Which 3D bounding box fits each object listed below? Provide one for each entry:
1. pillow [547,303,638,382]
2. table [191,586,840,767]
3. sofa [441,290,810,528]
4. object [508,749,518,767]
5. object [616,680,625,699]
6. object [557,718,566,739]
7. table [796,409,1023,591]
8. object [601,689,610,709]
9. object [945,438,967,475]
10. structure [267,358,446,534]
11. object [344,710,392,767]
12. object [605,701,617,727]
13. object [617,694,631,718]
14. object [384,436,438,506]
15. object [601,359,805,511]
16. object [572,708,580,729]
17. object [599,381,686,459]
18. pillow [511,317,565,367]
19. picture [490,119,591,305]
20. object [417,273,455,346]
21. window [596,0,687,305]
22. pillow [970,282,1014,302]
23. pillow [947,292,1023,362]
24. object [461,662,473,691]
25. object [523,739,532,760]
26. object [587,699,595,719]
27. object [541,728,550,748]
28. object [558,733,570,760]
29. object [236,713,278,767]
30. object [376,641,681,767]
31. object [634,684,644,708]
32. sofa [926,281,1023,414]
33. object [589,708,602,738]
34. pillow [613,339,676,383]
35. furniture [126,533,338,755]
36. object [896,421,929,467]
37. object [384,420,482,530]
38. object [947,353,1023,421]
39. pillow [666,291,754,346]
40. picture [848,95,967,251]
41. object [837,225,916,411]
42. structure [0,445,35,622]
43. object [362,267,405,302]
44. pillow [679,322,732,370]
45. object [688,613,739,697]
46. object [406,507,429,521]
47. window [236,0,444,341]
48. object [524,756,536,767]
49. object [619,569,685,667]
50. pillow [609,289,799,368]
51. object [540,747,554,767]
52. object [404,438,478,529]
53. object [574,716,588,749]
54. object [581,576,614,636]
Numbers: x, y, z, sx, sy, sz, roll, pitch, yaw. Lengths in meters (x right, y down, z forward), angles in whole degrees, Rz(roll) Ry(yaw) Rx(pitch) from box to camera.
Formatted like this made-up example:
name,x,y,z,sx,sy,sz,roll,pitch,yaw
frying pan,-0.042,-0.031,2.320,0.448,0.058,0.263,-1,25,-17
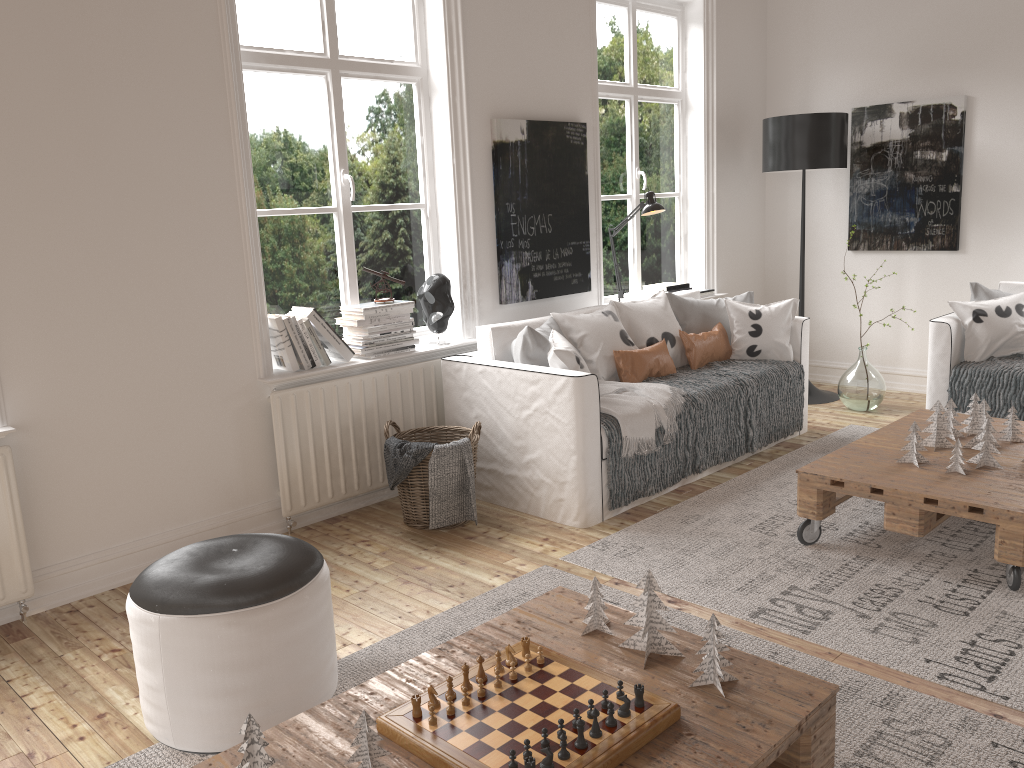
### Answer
name,x,y,z,sx,sy,sz,roll,pitch,yaw
pillow,0.341,-0.112,4.136,0.417,0.414,1.020,3,13,27
table,-0.004,0.833,1.725,0.821,0.300,1.189,9,16,44
sofa,0.660,0.000,4.497,0.866,0.776,1.960,9,16,44
object,0.002,0.660,1.560,0.017,0.037,0.017,3,13,26
object,0.216,0.608,1.768,0.017,0.037,0.017,-8,13,-25
object,0.092,0.638,1.646,0.017,0.037,0.017,-8,13,-25
table,1.744,0.403,3.443,0.821,0.300,1.189,9,16,44
object,0.183,0.616,1.737,0.017,0.037,0.017,-8,13,-25
object,1.584,0.252,3.159,0.068,0.124,0.072,4,13,29
structure,-0.541,0.327,4.080,0.095,0.829,1.223,9,16,44
object,-0.261,0.648,1.588,0.082,0.141,0.077,3,13,26
object,0.187,0.622,1.679,0.022,0.047,0.022,-5,12,-12
object,0.216,0.616,1.709,0.026,0.044,0.026,-3,11,0
object,-0.369,0.377,3.728,0.303,0.332,0.367,6,14,36
object,0.784,0.159,4.423,1.680,0.423,0.651,-14,16,-43
object,0.122,0.631,1.677,0.017,0.037,0.017,-8,13,-25
object,0.460,0.102,4.101,0.588,0.255,0.729,-12,15,-40
pillow,0.147,-0.089,4.063,0.282,0.431,0.541,1,12,19
picture,0.168,-0.906,4.646,0.041,0.908,0.680,9,16,44
object,-0.364,-0.361,4.259,0.171,0.340,0.177,-4,11,-8
window,0.774,-1.411,5.449,0.120,1.872,1.055,9,16,44
pillow,2.658,-0.321,4.618,0.541,0.431,0.282,1,12,19
pillow,2.735,-0.285,4.427,1.020,0.414,0.417,3,13,27
object,-0.095,0.600,1.829,0.025,0.058,0.025,-3,11,0
object,0.027,0.653,1.588,0.017,0.037,0.017,-8,13,-25
object,0.152,0.623,1.707,0.017,0.037,0.017,-8,13,-25
object,0.060,0.645,1.620,0.017,0.037,0.017,-8,13,-25
object,0.092,0.645,1.586,0.022,0.047,0.022,0,12,13
object,-0.425,0.642,1.473,0.108,0.213,0.109,-7,12,-20
object,0.032,0.658,1.748,0.429,0.036,0.429,9,16,44
object,0.249,0.611,1.738,0.019,0.040,0.019,-5,12,-10
sofa,3.103,-0.049,4.160,1.960,0.776,0.866,9,16,44
object,0.155,0.626,1.646,0.025,0.055,0.025,-5,12,-12
pillow,0.665,-0.088,4.386,0.414,0.220,0.116,-13,16,-42
furniture,-0.742,0.668,2.389,0.518,0.430,0.518,-8,12,-23
object,1.488,0.213,3.279,0.088,0.161,0.093,-11,14,-34
object,-0.326,0.368,3.785,0.393,0.432,0.393,-7,12,-22
object,3.009,0.081,4.076,0.656,0.390,1.704,-14,16,-43
pillow,1.097,-0.308,4.942,0.546,0.437,0.292,-5,12,-11
picture,2.454,-1.293,5.550,0.680,0.908,0.041,9,16,44
object,2.200,-0.404,5.334,0.515,1.117,0.275,-9,13,-27
structure,-2.074,0.701,2.586,0.095,0.829,1.223,9,16,44
object,-0.579,-0.458,4.029,0.177,0.161,0.092,0,12,13
pillow,1.038,-0.197,4.711,0.117,0.235,0.414,8,16,44
object,0.420,0.552,1.852,0.082,0.160,0.082,5,14,34
object,-0.321,0.477,3.812,0.280,0.186,0.291,4,13,30
window,-0.755,-1.038,3.959,0.120,1.872,1.055,9,16,44
object,0.031,0.664,1.525,0.019,0.040,0.019,7,15,41
object,0.312,0.508,1.988,0.111,0.204,0.118,-7,12,-21
pillow,1.019,-0.278,4.759,1.081,0.450,0.403,-7,12,-20
object,0.061,0.654,1.557,0.026,0.044,0.026,-3,11,0
object,-0.312,0.388,3.747,0.290,0.356,0.349,-6,12,-15
object,0.125,0.632,1.616,0.025,0.058,0.025,-3,11,0
object,0.201,0.521,2.118,0.079,0.137,0.075,-2,11,4
